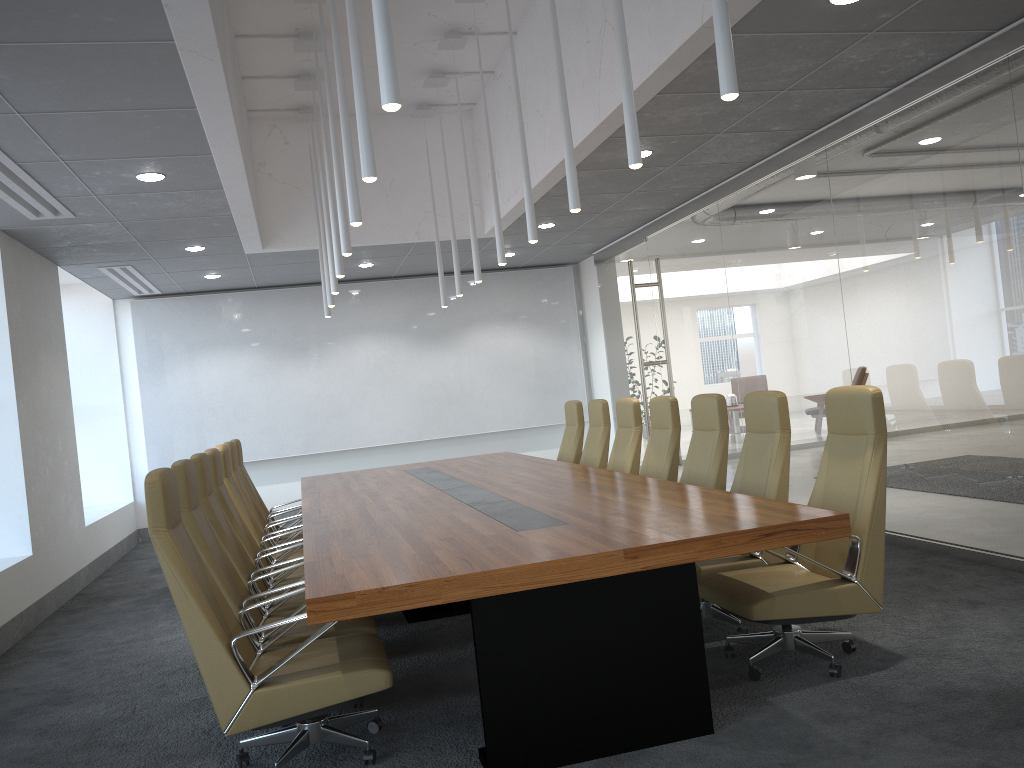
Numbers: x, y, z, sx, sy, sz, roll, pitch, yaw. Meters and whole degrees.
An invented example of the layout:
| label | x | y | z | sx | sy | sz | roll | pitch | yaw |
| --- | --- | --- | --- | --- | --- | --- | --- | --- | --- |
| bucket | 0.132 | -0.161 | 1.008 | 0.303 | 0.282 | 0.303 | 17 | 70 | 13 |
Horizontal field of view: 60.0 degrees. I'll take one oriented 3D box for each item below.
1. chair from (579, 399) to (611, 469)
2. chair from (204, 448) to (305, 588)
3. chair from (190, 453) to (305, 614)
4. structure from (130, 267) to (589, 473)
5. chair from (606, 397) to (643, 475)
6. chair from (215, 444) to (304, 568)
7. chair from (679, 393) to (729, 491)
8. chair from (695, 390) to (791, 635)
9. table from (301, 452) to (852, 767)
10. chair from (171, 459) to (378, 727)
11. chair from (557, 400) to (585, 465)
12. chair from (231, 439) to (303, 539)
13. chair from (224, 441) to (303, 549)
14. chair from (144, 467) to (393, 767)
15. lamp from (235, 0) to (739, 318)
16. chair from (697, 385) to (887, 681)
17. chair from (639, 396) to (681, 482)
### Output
| label | x | y | z | sx | sy | sz | roll | pitch | yaw |
| --- | --- | --- | --- | --- | --- | --- | --- | --- | --- |
| chair | 0.492 | 0.893 | 8.586 | 0.955 | 1.406 | 0.711 | -6 | 0 | -14 |
| chair | -1.649 | 1.113 | 6.417 | 0.955 | 1.406 | 0.711 | -6 | 0 | -14 |
| chair | -1.461 | 1.086 | 5.636 | 0.955 | 1.406 | 0.711 | -6 | 0 | -14 |
| structure | -0.507 | -0.526 | 6.741 | 6.600 | 2.466 | 13.989 | -6 | 0 | -14 |
| chair | 0.681 | 0.866 | 7.800 | 0.955 | 1.406 | 0.711 | -6 | 0 | -14 |
| chair | -1.839 | 1.140 | 7.208 | 0.955 | 1.406 | 0.711 | -6 | 0 | -14 |
| chair | 1.054 | 0.813 | 6.250 | 0.955 | 1.406 | 0.711 | -6 | 0 | -14 |
| chair | 1.241 | 0.787 | 5.477 | 0.955 | 1.406 | 0.711 | -6 | 0 | -14 |
| table | -0.366 | 1.230 | 6.711 | 2.300 | 0.895 | 6.500 | -6 | 0 | -14 |
| chair | -1.272 | 1.059 | 4.850 | 0.955 | 1.406 | 0.711 | -6 | 0 | -14 |
| chair | 0.305 | 0.919 | 9.364 | 0.955 | 1.406 | 0.711 | -6 | 0 | -14 |
| chair | -2.207 | 1.192 | 8.737 | 0.955 | 1.406 | 0.711 | -6 | 0 | -14 |
| chair | -2.021 | 1.165 | 7.963 | 0.955 | 1.406 | 0.711 | -6 | 0 | -14 |
| chair | -1.088 | 1.033 | 4.087 | 0.955 | 1.406 | 0.711 | -6 | 0 | -14 |
| lamp | -0.734 | -2.111 | 6.736 | 2.619 | 2.378 | 7.258 | -6 | 0 | -14 |
| chair | 1.497 | 0.753 | 4.702 | 0.955 | 1.406 | 0.711 | -6 | 0 | -14 |
| chair | 0.867 | 0.840 | 7.027 | 0.955 | 1.406 | 0.711 | -6 | 0 | -14 |
